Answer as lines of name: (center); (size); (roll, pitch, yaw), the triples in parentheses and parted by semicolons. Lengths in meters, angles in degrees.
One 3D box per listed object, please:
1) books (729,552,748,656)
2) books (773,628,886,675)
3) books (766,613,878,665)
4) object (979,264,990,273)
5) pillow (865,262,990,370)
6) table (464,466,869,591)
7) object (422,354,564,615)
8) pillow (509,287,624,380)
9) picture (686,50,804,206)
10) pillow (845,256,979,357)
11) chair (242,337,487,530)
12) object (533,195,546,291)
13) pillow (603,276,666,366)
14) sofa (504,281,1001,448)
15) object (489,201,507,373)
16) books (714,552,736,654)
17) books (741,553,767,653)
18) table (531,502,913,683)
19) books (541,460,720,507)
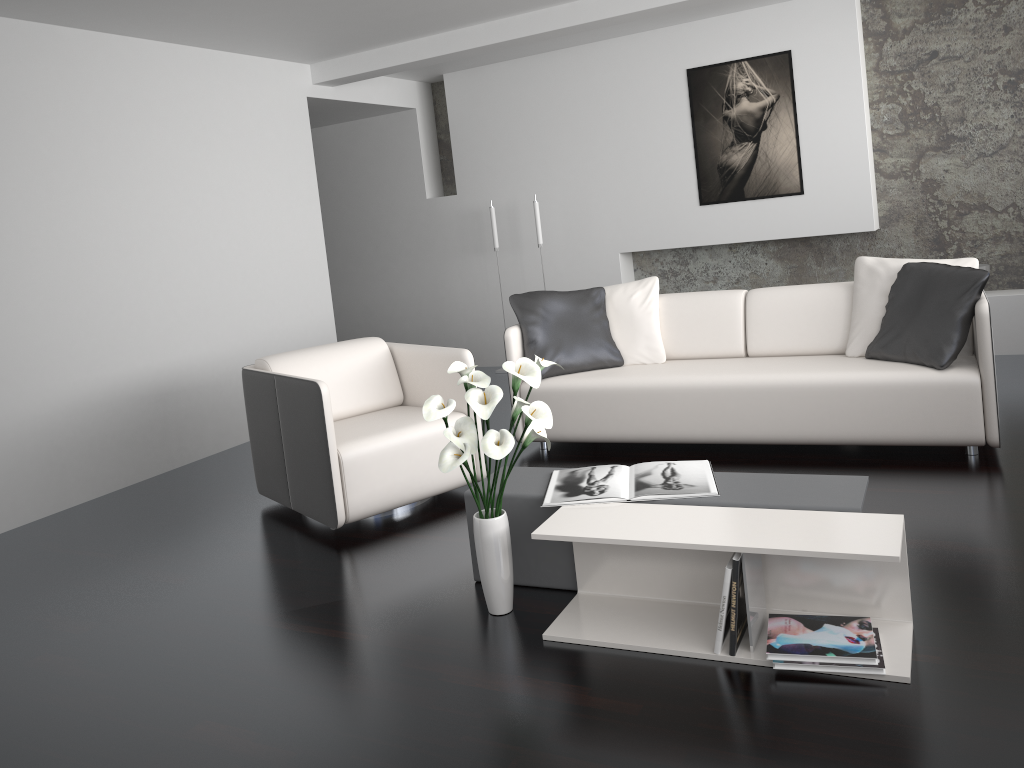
books: (0.625, 0.557, 2.387); (0.050, 0.261, 0.237); (-4, 7, 27)
books: (0.814, 0.681, 2.274); (0.262, 0.016, 0.217); (-3, 11, 19)
books: (0.803, 0.661, 2.297); (0.262, 0.016, 0.231); (-3, 11, 19)
object: (3.050, -0.688, 5.837); (0.215, 0.188, 0.219); (-3, 8, 23)
pillow: (1.880, -0.316, 3.958); (0.334, 0.432, 0.556); (-8, 8, -15)
table: (0.480, 0.479, 2.846); (1.254, 0.311, 0.303); (-1, 8, 27)
object: (-0.018, 0.327, 2.649); (0.377, 0.790, 0.452); (-5, 5, 12)
pillow: (0.302, -0.288, 4.711); (0.568, 0.445, 0.279); (-9, 6, -17)
picture: (1.659, -1.813, 6.296); (0.743, 0.995, 0.004); (-3, 5, 29)
pillow: (1.917, -0.367, 4.231); (0.586, 0.502, 0.303); (-2, 7, 33)
chair: (-0.712, 0.162, 4.099); (0.776, 0.654, 0.921); (-12, 10, -36)
object: (0.254, -0.776, 6.838); (0.179, 1.382, 0.182); (-4, 4, 29)
pillow: (0.562, -0.317, 4.882); (0.583, 0.495, 0.328); (-4, 6, 18)
sofa: (1.175, -0.123, 4.494); (2.233, 0.654, 0.934); (-2, 9, 26)
object: (-0.091, -0.793, 7.141); (0.179, 1.382, 0.182); (-4, 4, 29)
books: (0.598, 0.570, 2.399); (0.069, 0.236, 0.231); (-4, 7, 27)
books: (0.658, 0.543, 2.391); (0.007, 0.281, 0.208); (-5, 6, 27)
table: (0.569, 0.542, 2.449); (0.966, 0.311, 0.303); (-2, 8, 26)
books: (0.383, 0.317, 2.875); (0.547, 0.016, 0.364); (-5, 10, 9)
